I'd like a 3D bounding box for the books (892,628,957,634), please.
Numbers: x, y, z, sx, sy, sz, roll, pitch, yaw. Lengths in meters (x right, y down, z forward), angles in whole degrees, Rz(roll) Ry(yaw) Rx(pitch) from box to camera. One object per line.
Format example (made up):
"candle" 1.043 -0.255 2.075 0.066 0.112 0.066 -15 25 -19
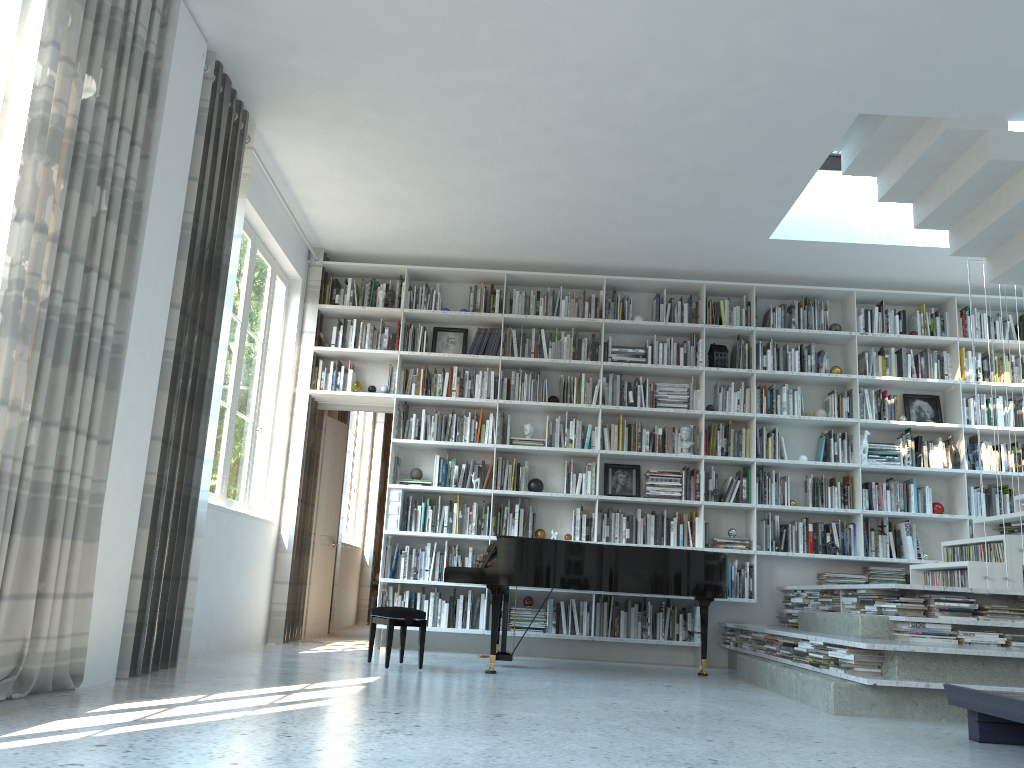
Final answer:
"books" 2.285 1.371 4.927 0.292 0.012 0.160 2 -13 4

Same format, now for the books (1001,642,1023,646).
"books" 2.851 1.440 4.903 0.250 0.018 0.178 2 -13 4

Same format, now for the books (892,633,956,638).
"books" 2.284 1.397 4.924 0.285 0.008 0.160 3 -13 -1

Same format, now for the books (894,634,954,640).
"books" 2.284 1.404 4.923 0.264 0.006 0.165 3 -13 2

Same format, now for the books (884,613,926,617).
"books" 2.285 1.345 5.160 0.144 0.009 0.250 3 -13 1

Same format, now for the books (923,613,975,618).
"books" 2.495 1.322 5.070 0.227 0.012 0.149 3 -13 -1

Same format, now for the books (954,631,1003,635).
"books" 2.569 1.382 4.933 0.242 0.005 0.153 3 -13 2

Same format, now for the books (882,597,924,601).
"books" 2.283 1.256 5.180 0.149 0.014 0.229 3 -13 -1

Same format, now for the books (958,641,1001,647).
"books" 2.566 1.439 4.919 0.208 0.015 0.153 3 -13 -1

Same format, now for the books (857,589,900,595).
"books" 2.257 1.281 5.459 0.189 0.022 0.238 2 -13 6

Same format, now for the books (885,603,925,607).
"books" 2.289 1.288 5.173 0.137 0.012 0.243 3 -13 2

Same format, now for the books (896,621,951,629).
"books" 2.287 1.342 4.932 0.234 0.025 0.158 4 -13 -4

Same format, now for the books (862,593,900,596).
"books" 2.270 1.297 5.455 0.170 0.008 0.208 2 -13 4

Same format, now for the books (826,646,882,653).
"books" 1.750 1.358 4.539 0.176 0.010 0.267 4 -13 -3

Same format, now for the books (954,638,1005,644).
"books" 2.567 1.419 4.908 0.232 0.019 0.170 4 -13 -4

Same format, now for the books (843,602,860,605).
"books" 2.261 1.424 5.741 0.178 0.015 0.188 2 -13 6

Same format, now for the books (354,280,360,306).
"books" -1.329 -0.737 7.622 0.057 0.262 0.191 3 -13 1

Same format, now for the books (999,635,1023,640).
"books" 2.852 1.409 4.907 0.287 0.018 0.190 3 -13 0

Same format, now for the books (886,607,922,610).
"books" 2.284 1.310 5.168 0.134 0.006 0.227 2 -13 5

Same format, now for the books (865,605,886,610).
"books" 2.277 1.374 5.438 0.155 0.028 0.190 3 -13 2

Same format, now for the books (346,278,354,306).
"books" -1.391 -0.747 7.640 0.028 0.283 0.190 3 -13 1

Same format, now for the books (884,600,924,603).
"books" 2.286 1.267 5.177 0.132 0.009 0.270 2 -13 5

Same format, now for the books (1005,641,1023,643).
"books" 2.851 1.430 4.911 0.254 0.005 0.161 4 -13 -3

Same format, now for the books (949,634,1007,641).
"books" 2.568 1.406 4.922 0.272 0.012 0.159 3 -13 -1

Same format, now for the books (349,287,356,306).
"books" -1.364 -0.710 7.622 0.030 0.206 0.176 3 -13 1

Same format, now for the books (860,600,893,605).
"books" 2.269 1.347 5.444 0.177 0.026 0.231 3 -13 1

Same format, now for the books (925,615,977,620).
"books" 2.494 1.332 5.053 0.216 0.015 0.178 3 -13 -1

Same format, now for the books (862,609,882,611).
"books" 2.270 1.391 5.434 0.154 0.007 0.293 2 -13 4

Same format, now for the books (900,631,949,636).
"books" 2.285 1.382 4.921 0.210 0.012 0.168 2 -13 5

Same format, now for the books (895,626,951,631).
"books" 2.286 1.363 4.942 0.257 0.010 0.132 2 -13 5

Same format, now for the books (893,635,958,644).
"books" 2.283 1.414 4.900 0.262 0.023 0.200 3 -13 -1

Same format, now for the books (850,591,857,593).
"books" 2.287 1.353 5.757 0.134 0.014 0.181 2 -13 6

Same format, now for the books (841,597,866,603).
"books" 2.268 1.403 5.745 0.174 0.029 0.251 3 -13 -1

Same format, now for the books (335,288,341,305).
"books" -1.486 -0.706 7.624 0.028 0.186 0.182 3 -13 1

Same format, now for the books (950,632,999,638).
"books" 2.569 1.394 4.936 0.211 0.018 0.135 2 -13 4

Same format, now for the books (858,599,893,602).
"books" 2.265 1.329 5.448 0.187 0.009 0.251 3 -13 1

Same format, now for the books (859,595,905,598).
"books" 2.270 1.304 5.454 0.171 0.007 0.261 3 -13 -1

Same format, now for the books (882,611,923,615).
"books" 2.270 1.333 5.163 0.161 0.014 0.213 2 -13 5

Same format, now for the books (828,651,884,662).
"books" 1.755 1.391 4.531 0.156 0.027 0.288 4 -13 -4

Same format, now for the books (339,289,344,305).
"books" -1.456 -0.704 7.649 0.031 0.195 0.145 3 -13 1

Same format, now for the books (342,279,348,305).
"books" -1.434 -0.748 7.642 0.010 0.280 0.161 3 -13 1

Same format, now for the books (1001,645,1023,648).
"books" 2.850 1.458 4.920 0.249 0.009 0.144 3 -13 0

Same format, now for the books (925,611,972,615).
"books" 2.496 1.311 5.077 0.207 0.012 0.132 4 -13 -3

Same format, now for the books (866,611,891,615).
"books" 2.273 1.404 5.431 0.142 0.020 0.231 2 -13 6

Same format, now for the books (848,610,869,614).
"books" 2.278 1.476 5.729 0.132 0.016 0.263 2 -13 6

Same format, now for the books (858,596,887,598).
"books" 2.268 1.314 5.452 0.168 0.013 0.282 4 -13 -2

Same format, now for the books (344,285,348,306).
"books" -1.418 -0.719 7.644 0.024 0.226 0.158 3 -13 1

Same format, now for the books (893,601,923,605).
"books" 2.312 1.278 5.175 0.091 0.011 0.190 3 -13 -1

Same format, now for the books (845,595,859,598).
"books" 2.279 1.381 5.750 0.145 0.017 0.209 4 -13 -4

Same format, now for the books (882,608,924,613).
"books" 2.277 1.319 5.166 0.152 0.015 0.208 4 -13 -2

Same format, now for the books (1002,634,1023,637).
"books" 2.846 1.398 4.919 0.275 0.009 0.177 3 -13 1

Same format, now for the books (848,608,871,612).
"books" 2.288 1.463 5.732 0.136 0.013 0.259 3 -13 1

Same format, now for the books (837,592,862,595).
"books" 2.256 1.365 5.754 0.192 0.014 0.257 4 -13 -3

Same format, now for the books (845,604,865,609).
"books" 2.271 1.444 5.736 0.167 0.024 0.192 3 -13 2

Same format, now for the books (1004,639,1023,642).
"books" 2.852 1.428 4.929 0.273 0.009 0.129 2 -13 4

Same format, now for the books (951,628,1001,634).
"books" 2.570 1.373 4.937 0.220 0.013 0.149 3 -13 0

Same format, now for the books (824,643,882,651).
"books" 1.743 1.346 4.541 0.192 0.014 0.257 4 -13 -3

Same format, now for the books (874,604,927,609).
"books" 2.265 1.299 5.170 0.184 0.014 0.298 3 -13 0

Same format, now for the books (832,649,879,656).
"books" 1.756 1.371 4.536 0.165 0.015 0.243 2 -13 5
